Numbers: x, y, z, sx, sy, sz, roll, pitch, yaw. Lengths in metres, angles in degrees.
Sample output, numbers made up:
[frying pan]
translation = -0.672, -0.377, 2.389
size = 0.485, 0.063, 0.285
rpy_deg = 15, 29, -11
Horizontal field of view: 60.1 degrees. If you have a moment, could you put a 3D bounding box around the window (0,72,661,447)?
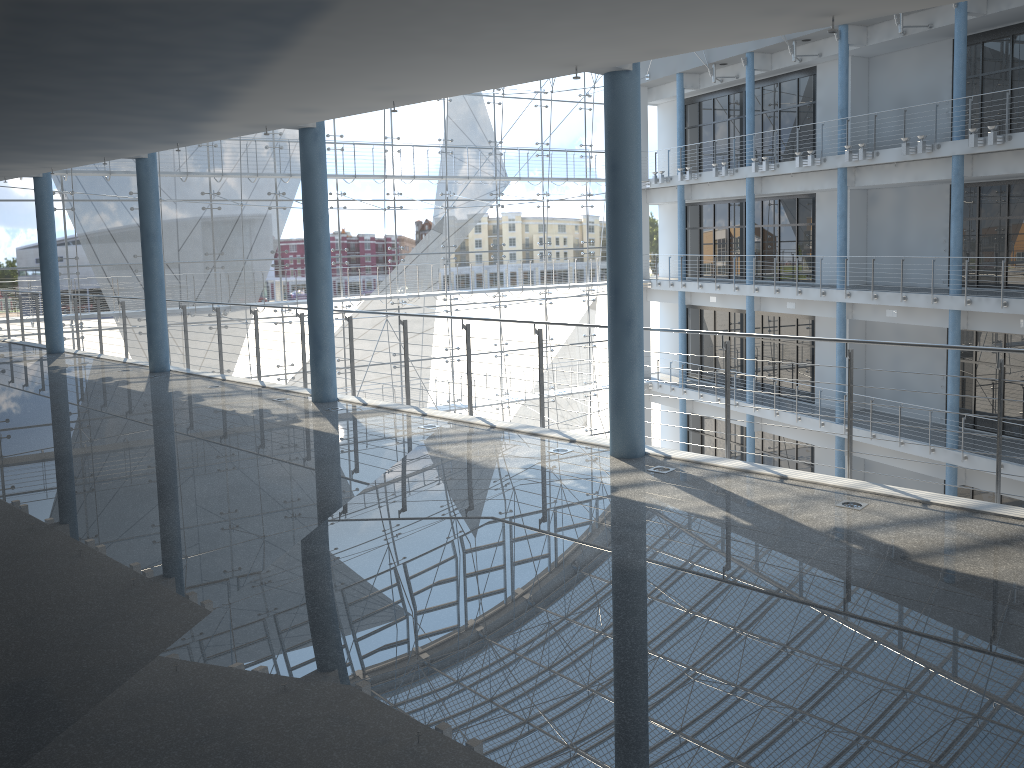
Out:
[window]
translation = -0.797, -0.714, 3.799
size = 3.860, 2.754, 0.010
rpy_deg = -6, 7, -31
